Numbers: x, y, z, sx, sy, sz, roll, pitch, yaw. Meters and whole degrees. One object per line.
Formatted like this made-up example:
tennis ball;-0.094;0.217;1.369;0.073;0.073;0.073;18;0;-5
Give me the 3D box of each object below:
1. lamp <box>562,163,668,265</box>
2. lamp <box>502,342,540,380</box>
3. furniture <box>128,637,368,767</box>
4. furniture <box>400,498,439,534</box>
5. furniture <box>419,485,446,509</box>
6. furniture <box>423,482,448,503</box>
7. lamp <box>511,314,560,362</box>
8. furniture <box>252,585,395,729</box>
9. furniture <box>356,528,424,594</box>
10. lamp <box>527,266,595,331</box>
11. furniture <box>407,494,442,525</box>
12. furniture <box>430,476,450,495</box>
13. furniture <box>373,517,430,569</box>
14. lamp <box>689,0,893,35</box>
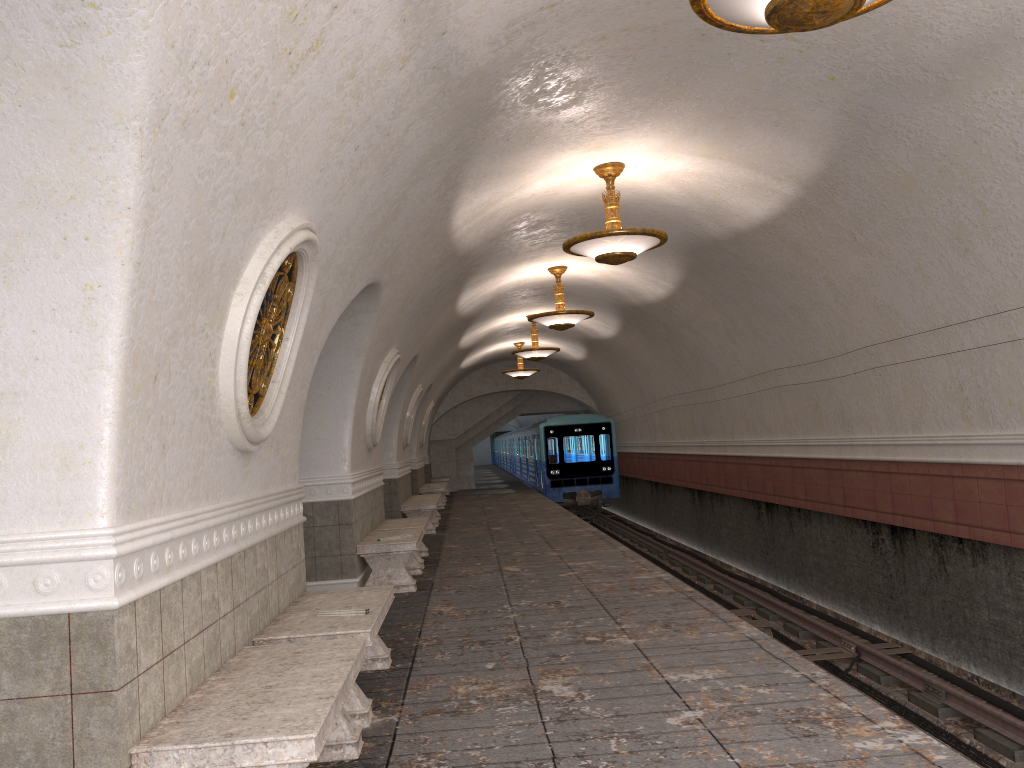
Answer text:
lamp;0.968;-1.611;8.522;1.008;0.955;1.008;-3;-4;-19
lamp;0.216;-0.585;22.954;1.008;0.955;1.008;-7;-5;43
furniture;-0.972;1.480;3.642;0.613;0.508;1.509;-4;-4;-3
furniture;-1.597;2.332;15.625;0.613;0.508;1.509;-4;-4;-3
furniture;-1.907;2.754;21.564;0.613;0.508;1.509;-4;-4;-3
furniture;-1.994;2.873;23.239;0.613;0.508;1.509;-4;-4;-3
lamp;0.467;-0.927;18.143;1.008;0.955;1.008;-5;-4;13
furniture;-1.060;1.599;5.317;0.613;0.508;1.509;-4;-4;-3
furniture;-1.284;1.906;9.627;0.613;0.508;1.509;-4;-4;-3
lamp;0.717;-1.269;13.333;1.008;0.955;1.008;-5;-4;13
furniture;-1.684;2.451;17.300;0.613;0.508;1.509;-4;-4;-3
furniture;-2.234;3.200;27.843;0.613;0.508;1.509;-4;-4;-3
furniture;-1.372;2.025;11.302;0.613;0.508;1.509;-4;-4;-3
lamp;1.221;-1.955;3.678;1.008;0.955;1.008;-3;-4;-19
